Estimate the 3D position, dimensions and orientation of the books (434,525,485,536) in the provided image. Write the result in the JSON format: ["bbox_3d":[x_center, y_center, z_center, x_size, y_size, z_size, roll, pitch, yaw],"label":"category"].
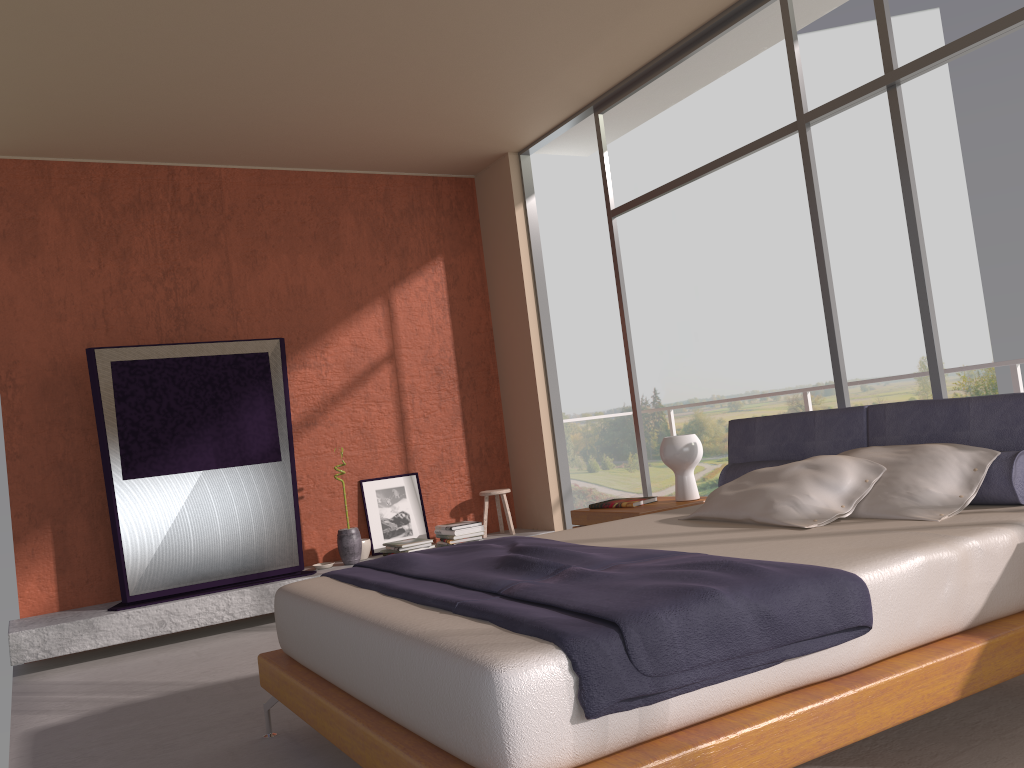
[{"bbox_3d":[-0.382,1.062,6.447,0.247,0.038,0.319,-5,-4,-32],"label":"books"}]

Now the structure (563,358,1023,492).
[{"bbox_3d":[2.583,0.327,3.569,0.728,1.005,7.689,-5,-4,-29],"label":"structure"}]

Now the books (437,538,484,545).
[{"bbox_3d":[-0.375,1.143,6.448,0.247,0.018,0.287,-5,-4,-30],"label":"books"}]

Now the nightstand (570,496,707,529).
[{"bbox_3d":[0.747,0.915,4.722,0.562,0.556,0.628,-5,-4,-29],"label":"nightstand"}]

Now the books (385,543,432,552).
[{"bbox_3d":[-0.731,1.144,6.268,0.247,0.025,0.287,-5,-4,-27],"label":"books"}]

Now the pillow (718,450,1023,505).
[{"bbox_3d":[1.414,0.398,3.643,0.205,0.201,1.470,-5,-4,-29],"label":"pillow"}]

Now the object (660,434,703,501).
[{"bbox_3d":[0.901,0.439,4.657,0.224,0.338,0.224,-6,-3,-18],"label":"object"}]

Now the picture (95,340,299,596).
[{"bbox_3d":[-1.943,0.482,5.599,1.129,1.496,0.126,-5,-4,-29],"label":"picture"}]

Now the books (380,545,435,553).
[{"bbox_3d":[-0.738,1.168,6.278,0.247,0.018,0.328,-4,-5,-45],"label":"books"}]

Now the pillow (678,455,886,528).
[{"bbox_3d":[1.039,0.437,3.528,0.431,0.264,0.869,-6,-4,-22],"label":"pillow"}]

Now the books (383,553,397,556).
[{"bbox_3d":[-0.742,1.191,6.263,0.247,0.025,0.287,-5,-4,-33],"label":"books"}]

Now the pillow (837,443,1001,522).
[{"bbox_3d":[1.370,0.374,3.307,0.400,0.265,0.791,-5,-4,-27],"label":"pillow"}]

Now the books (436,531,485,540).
[{"bbox_3d":[-0.378,1.094,6.445,0.247,0.027,0.328,-5,-4,-28],"label":"books"}]

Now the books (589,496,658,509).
[{"bbox_3d":[0.604,0.644,4.805,0.287,0.025,0.247,-10,-4,41],"label":"books"}]

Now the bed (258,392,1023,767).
[{"bbox_3d":[0.533,0.656,3.138,2.462,0.959,2.017,-5,-4,-29],"label":"bed"}]

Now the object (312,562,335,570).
[{"bbox_3d":[-1.282,1.245,6.038,0.152,0.040,0.152,-7,-3,6],"label":"object"}]

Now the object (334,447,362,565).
[{"bbox_3d":[-1.146,0.836,6.100,0.165,0.810,0.165,-7,-3,-6],"label":"object"}]

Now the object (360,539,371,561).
[{"bbox_3d":[-1.087,1.179,6.285,0.179,0.137,0.180,-6,-3,-17],"label":"object"}]

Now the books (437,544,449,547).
[{"bbox_3d":[-0.370,1.160,6.442,0.247,0.018,0.328,-5,-4,-28],"label":"books"}]

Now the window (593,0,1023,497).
[{"bbox_3d":[2.210,-0.638,3.260,0.075,3.133,6.106,-5,-4,-29],"label":"window"}]

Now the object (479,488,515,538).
[{"bbox_3d":[-0.099,0.984,6.774,0.260,0.349,0.257,-9,-4,30],"label":"object"}]

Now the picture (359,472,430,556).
[{"bbox_3d":[-0.861,0.955,6.556,0.458,0.550,0.117,-5,-4,-29],"label":"picture"}]

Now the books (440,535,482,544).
[{"bbox_3d":[-0.369,1.120,6.426,0.247,0.025,0.287,-6,-3,-19],"label":"books"}]

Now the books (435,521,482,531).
[{"bbox_3d":[-0.389,1.031,6.454,0.247,0.025,0.287,-5,-4,-30],"label":"books"}]

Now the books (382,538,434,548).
[{"bbox_3d":[-0.737,1.124,6.273,0.247,0.018,0.328,-5,-4,-32],"label":"books"}]
